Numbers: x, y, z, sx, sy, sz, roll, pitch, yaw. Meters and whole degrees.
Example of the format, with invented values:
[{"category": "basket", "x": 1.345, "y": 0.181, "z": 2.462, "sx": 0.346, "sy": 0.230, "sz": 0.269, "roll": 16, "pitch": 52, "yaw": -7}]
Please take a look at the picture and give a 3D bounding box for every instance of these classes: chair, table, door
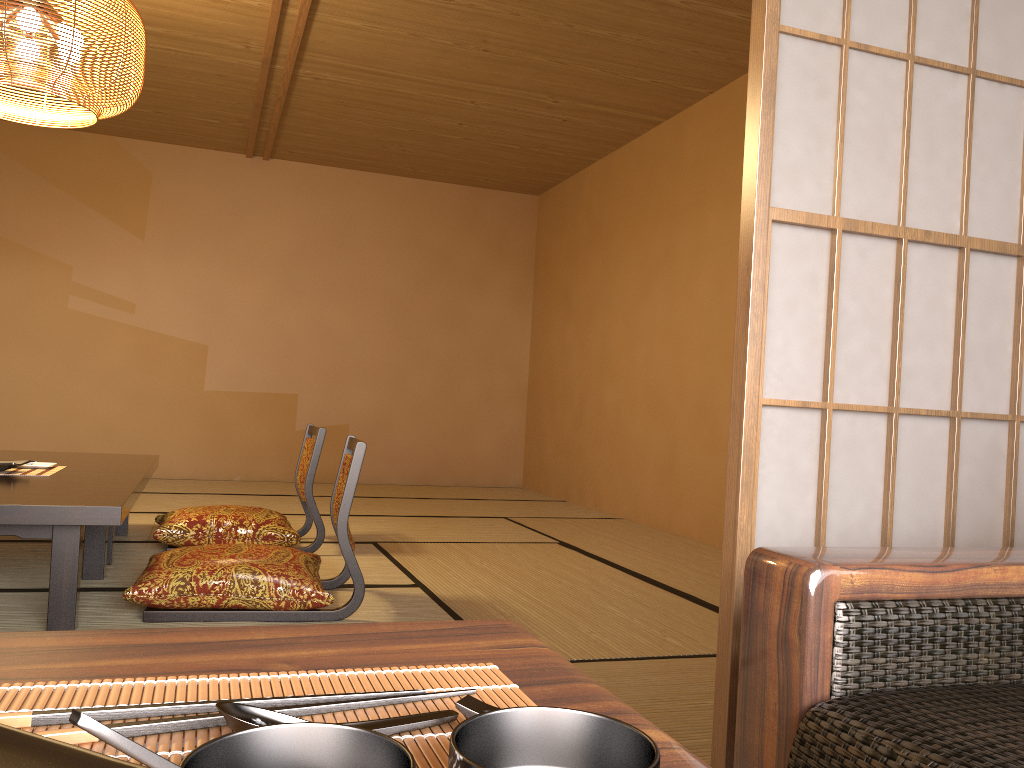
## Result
[{"category": "chair", "x": 0.810, "y": 0.352, "z": 0.756, "sx": 0.944, "sy": 0.779, "sz": 0.872, "roll": 4, "pitch": -1, "yaw": -19}, {"category": "chair", "x": -0.825, "y": 0.431, "z": 2.850, "sx": 0.687, "sy": 0.546, "sz": 0.582, "roll": 4, "pitch": -1, "yaw": -15}, {"category": "chair", "x": -1.185, "y": 0.439, "z": 3.876, "sx": 0.699, "sy": 0.546, "sz": 0.582, "roll": 4, "pitch": -1, "yaw": -20}, {"category": "table", "x": -0.165, "y": 0.423, "z": 0.381, "sx": 0.540, "sy": 0.500, "sz": 0.540, "roll": 4, "pitch": -1, "yaw": -19}, {"category": "table", "x": -1.990, "y": 0.481, "z": 3.573, "sx": 0.995, "sy": 0.356, "sz": 0.994, "roll": 4, "pitch": -2, "yaw": -19}, {"category": "door", "x": 0.836, "y": -0.209, "z": 1.551, "sx": 0.992, "sy": 1.934, "sz": 0.040, "roll": 3, "pitch": 0, "yaw": -19}, {"category": "table", "x": -1.665, "y": 0.473, "z": 2.633, "sx": 0.995, "sy": 0.356, "sz": 0.994, "roll": 4, "pitch": -2, "yaw": -19}]

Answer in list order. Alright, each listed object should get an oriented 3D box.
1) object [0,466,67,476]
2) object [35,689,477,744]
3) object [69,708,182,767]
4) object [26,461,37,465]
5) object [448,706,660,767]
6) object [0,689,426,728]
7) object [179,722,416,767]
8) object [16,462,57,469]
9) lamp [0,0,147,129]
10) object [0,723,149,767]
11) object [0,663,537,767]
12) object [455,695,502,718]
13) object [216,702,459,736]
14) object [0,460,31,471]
[{"category": "object", "x": -1.809, "y": 0.298, "z": 3.105, "sx": 0.401, "sy": 0.003, "sz": 0.398, "roll": 4, "pitch": -2, "yaw": -19}, {"category": "object", "x": -0.121, "y": 0.173, "z": 0.468, "sx": 0.230, "sy": 0.007, "sz": 0.006, "roll": 4, "pitch": -1, "yaw": -30}, {"category": "object", "x": -0.091, "y": 0.131, "z": 0.300, "sx": 0.038, "sy": 0.068, "sz": 0.117, "roll": 3, "pitch": -1, "yaw": 36}, {"category": "object", "x": -1.762, "y": 0.290, "z": 3.236, "sx": 0.050, "sy": 0.018, "sz": 0.015, "roll": 4, "pitch": -1, "yaw": -22}, {"category": "object", "x": 0.016, "y": 0.162, "z": 0.356, "sx": 0.084, "sy": 0.037, "sz": 0.084, "roll": 3, "pitch": -1, "yaw": 9}, {"category": "object", "x": -0.156, "y": 0.171, "z": 0.473, "sx": 0.230, "sy": 0.007, "sz": 0.006, "roll": 4, "pitch": -1, "yaw": -24}, {"category": "object", "x": -0.078, "y": 0.155, "z": 0.321, "sx": 0.084, "sy": 0.037, "sz": 0.084, "roll": 4, "pitch": -2, "yaw": -27}, {"category": "object", "x": -1.764, "y": 0.296, "z": 3.221, "sx": 0.180, "sy": 0.014, "sz": 0.130, "roll": 4, "pitch": -2, "yaw": -17}, {"category": "lamp", "x": -1.776, "y": -1.433, "z": 3.278, "sx": 0.798, "sy": 0.825, "sz": 0.799, "roll": 3, "pitch": -1, "yaw": 5}, {"category": "object", "x": -0.239, "y": 0.158, "z": 0.333, "sx": 0.181, "sy": 0.015, "sz": 0.131, "roll": 2, "pitch": -2, "yaw": 26}, {"category": "object", "x": -0.152, "y": 0.172, "z": 0.383, "sx": 0.401, "sy": 0.003, "sz": 0.300, "roll": 4, "pitch": -2, "yaw": -19}, {"category": "object", "x": -0.003, "y": 0.173, "z": 0.449, "sx": 0.050, "sy": 0.018, "sz": 0.015, "roll": 3, "pitch": -1, "yaw": 23}, {"category": "object", "x": -0.081, "y": 0.164, "z": 0.440, "sx": 0.130, "sy": 0.026, "sz": 0.038, "roll": 4, "pitch": -2, "yaw": -35}, {"category": "object", "x": -1.842, "y": 0.273, "z": 3.006, "sx": 0.349, "sy": 0.039, "sz": 0.129, "roll": 3, "pitch": -2, "yaw": -6}]
